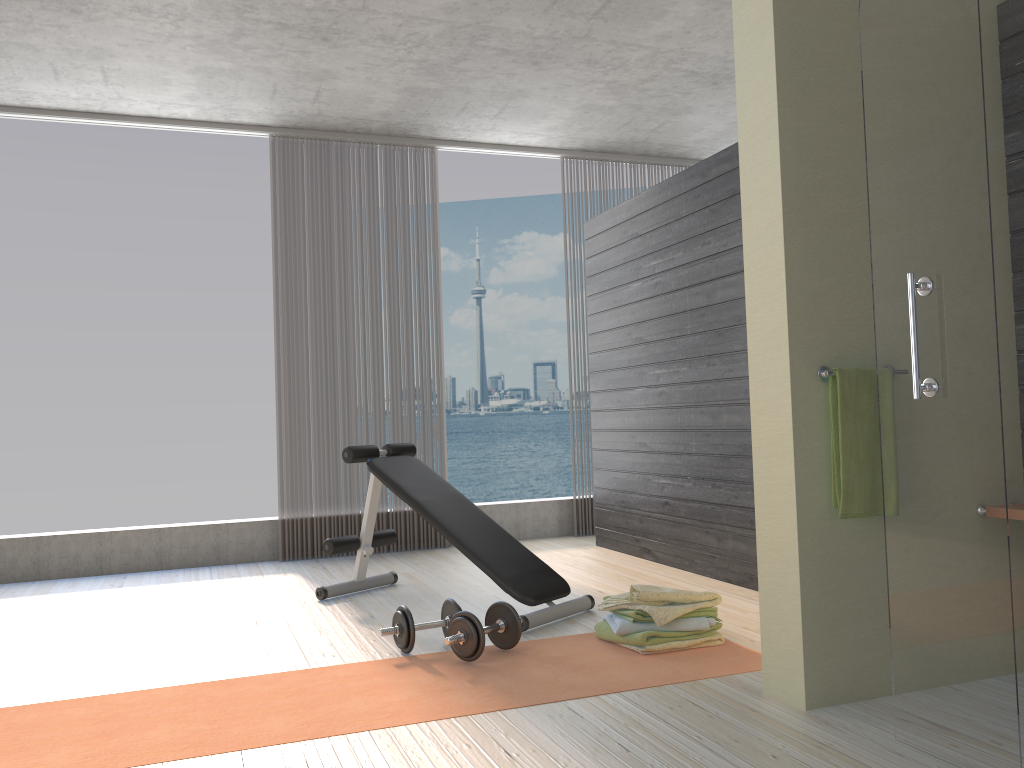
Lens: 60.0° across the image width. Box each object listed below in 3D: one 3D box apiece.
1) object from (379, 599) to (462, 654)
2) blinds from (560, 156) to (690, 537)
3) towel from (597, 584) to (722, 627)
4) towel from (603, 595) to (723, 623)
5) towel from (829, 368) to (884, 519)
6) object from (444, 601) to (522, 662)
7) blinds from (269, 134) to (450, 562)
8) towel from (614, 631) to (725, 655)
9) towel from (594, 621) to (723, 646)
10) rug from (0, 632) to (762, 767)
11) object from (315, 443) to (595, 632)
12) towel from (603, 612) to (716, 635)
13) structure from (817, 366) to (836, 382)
[{"bbox_3d":[-0.315,0.912,3.347,0.385,0.176,0.176,-1,-3,-28],"label":"object"},{"bbox_3d":[0.919,-0.296,6.556,1.133,2.744,0.069,-1,-2,-20],"label":"blinds"},{"bbox_3d":[0.554,0.804,3.357,0.384,0.123,0.373,0,-3,-36],"label":"towel"},{"bbox_3d":[0.570,0.859,3.379,0.376,0.085,0.371,-1,-2,-15],"label":"towel"},{"bbox_3d":[1.025,0.168,2.567,0.214,0.433,0.070,-1,-2,-25],"label":"towel"},{"bbox_3d":[-0.097,0.889,3.194,0.176,0.176,0.385,-4,-3,41],"label":"object"},{"bbox_3d":[-0.991,-0.256,5.857,1.133,2.744,0.069,-1,-2,-20],"label":"blinds"},{"bbox_3d":[0.566,0.942,3.335,0.376,0.044,0.371,-1,-2,-21],"label":"towel"},{"bbox_3d":[0.544,0.920,3.337,0.380,0.081,0.367,-1,-2,-22],"label":"towel"},{"bbox_3d":[-0.493,0.981,2.813,2.779,0.002,0.716,-1,-2,-20],"label":"rug"},{"bbox_3d":[-0.310,0.651,4.126,1.312,0.746,0.505,-4,-3,39],"label":"object"},{"bbox_3d":[0.552,0.895,3.361,0.383,0.078,0.383,-2,-2,-3],"label":"towel"},{"bbox_3d":[1.030,-0.032,2.602,0.298,0.046,0.052,-1,-2,-20],"label":"structure"}]
